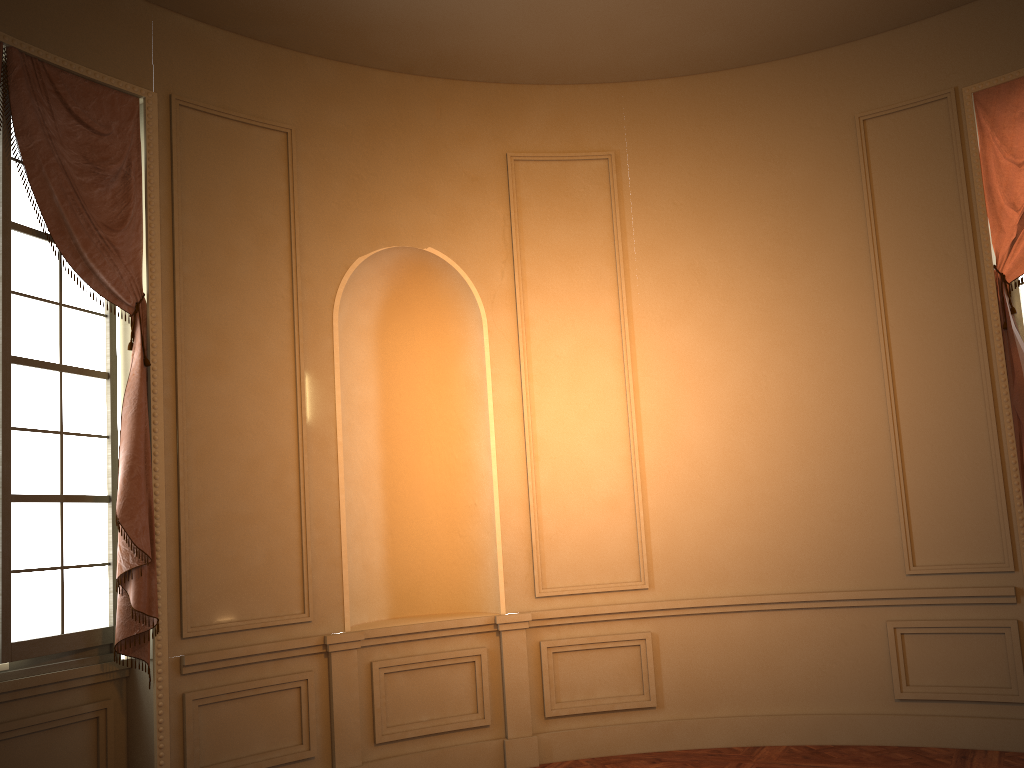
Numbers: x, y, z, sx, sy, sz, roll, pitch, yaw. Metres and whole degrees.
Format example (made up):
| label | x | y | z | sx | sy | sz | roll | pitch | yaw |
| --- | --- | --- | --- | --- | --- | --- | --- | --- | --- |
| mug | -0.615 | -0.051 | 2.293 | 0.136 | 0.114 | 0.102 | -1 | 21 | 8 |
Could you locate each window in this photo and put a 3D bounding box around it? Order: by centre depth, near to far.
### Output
| label | x | y | z | sx | sy | sz | roll | pitch | yaw |
| --- | --- | --- | --- | --- | --- | --- | --- | --- | --- |
| window | -2.319 | -0.119 | 3.933 | 0.150 | 2.824 | 1.338 | -7 | -8 | 30 |
| window | 3.381 | -0.383 | 4.717 | 0.048 | 2.824 | 1.282 | 2 | -9 | -42 |

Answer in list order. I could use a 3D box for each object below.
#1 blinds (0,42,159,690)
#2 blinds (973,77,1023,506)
| label | x | y | z | sx | sy | sz | roll | pitch | yaw |
| --- | --- | --- | --- | --- | --- | --- | --- | --- | --- |
| blinds | -2.115 | -0.082 | 3.828 | 0.281 | 2.963 | 1.362 | -7 | -8 | 29 |
| blinds | 3.180 | -0.336 | 4.508 | 0.292 | 2.963 | 1.308 | 2 | -9 | -42 |
